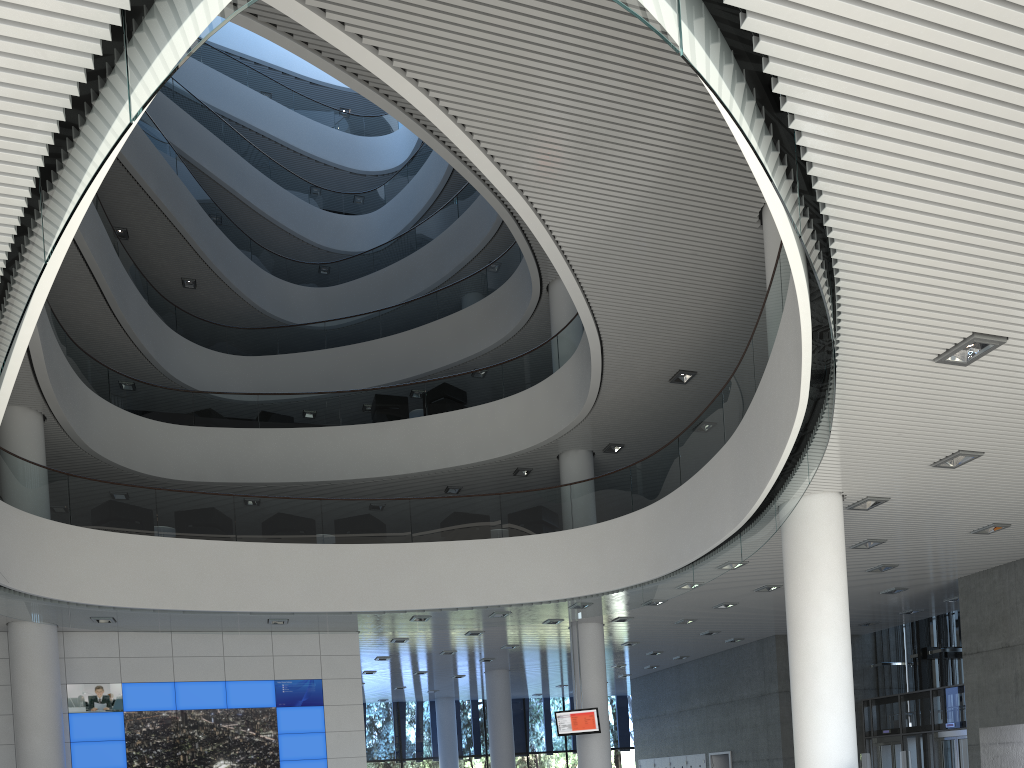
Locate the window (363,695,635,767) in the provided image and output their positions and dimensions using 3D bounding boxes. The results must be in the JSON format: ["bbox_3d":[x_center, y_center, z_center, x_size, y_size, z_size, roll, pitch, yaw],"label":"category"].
[{"bbox_3d":[-2.240,8.537,17.994,18.163,2.871,0.079,6,-3,-18],"label":"window"}]
